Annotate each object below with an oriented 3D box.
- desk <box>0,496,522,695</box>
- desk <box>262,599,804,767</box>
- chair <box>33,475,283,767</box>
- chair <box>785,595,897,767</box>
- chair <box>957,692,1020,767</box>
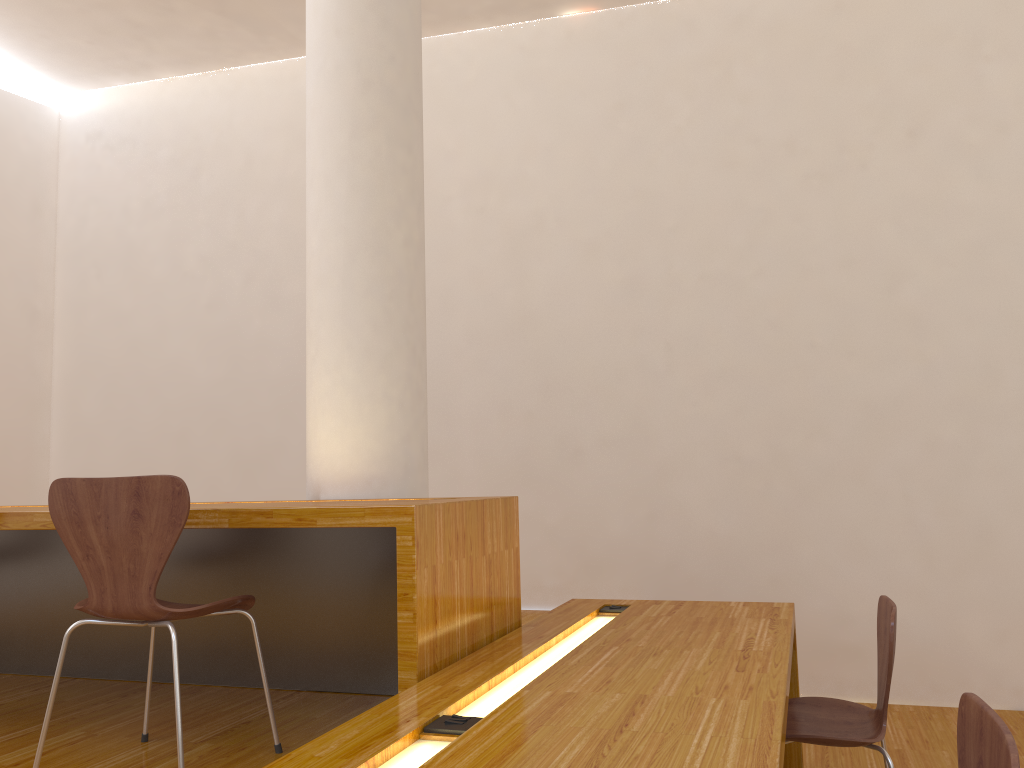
[{"bbox_3d":[-1.603,0.701,2.827,3.185,0.606,0.760,-3,-6,18],"label":"desk"},{"bbox_3d":[0.083,0.900,1.521,0.760,0.606,3.185,-3,-6,18],"label":"desk"},{"bbox_3d":[-0.839,0.569,2.136,0.428,0.693,0.381,-3,-6,18],"label":"chair"},{"bbox_3d":[0.810,0.915,2.293,0.381,0.693,0.428,-3,-6,18],"label":"chair"},{"bbox_3d":[0.494,0.809,1.224,0.381,0.693,0.428,-3,-6,18],"label":"chair"}]
